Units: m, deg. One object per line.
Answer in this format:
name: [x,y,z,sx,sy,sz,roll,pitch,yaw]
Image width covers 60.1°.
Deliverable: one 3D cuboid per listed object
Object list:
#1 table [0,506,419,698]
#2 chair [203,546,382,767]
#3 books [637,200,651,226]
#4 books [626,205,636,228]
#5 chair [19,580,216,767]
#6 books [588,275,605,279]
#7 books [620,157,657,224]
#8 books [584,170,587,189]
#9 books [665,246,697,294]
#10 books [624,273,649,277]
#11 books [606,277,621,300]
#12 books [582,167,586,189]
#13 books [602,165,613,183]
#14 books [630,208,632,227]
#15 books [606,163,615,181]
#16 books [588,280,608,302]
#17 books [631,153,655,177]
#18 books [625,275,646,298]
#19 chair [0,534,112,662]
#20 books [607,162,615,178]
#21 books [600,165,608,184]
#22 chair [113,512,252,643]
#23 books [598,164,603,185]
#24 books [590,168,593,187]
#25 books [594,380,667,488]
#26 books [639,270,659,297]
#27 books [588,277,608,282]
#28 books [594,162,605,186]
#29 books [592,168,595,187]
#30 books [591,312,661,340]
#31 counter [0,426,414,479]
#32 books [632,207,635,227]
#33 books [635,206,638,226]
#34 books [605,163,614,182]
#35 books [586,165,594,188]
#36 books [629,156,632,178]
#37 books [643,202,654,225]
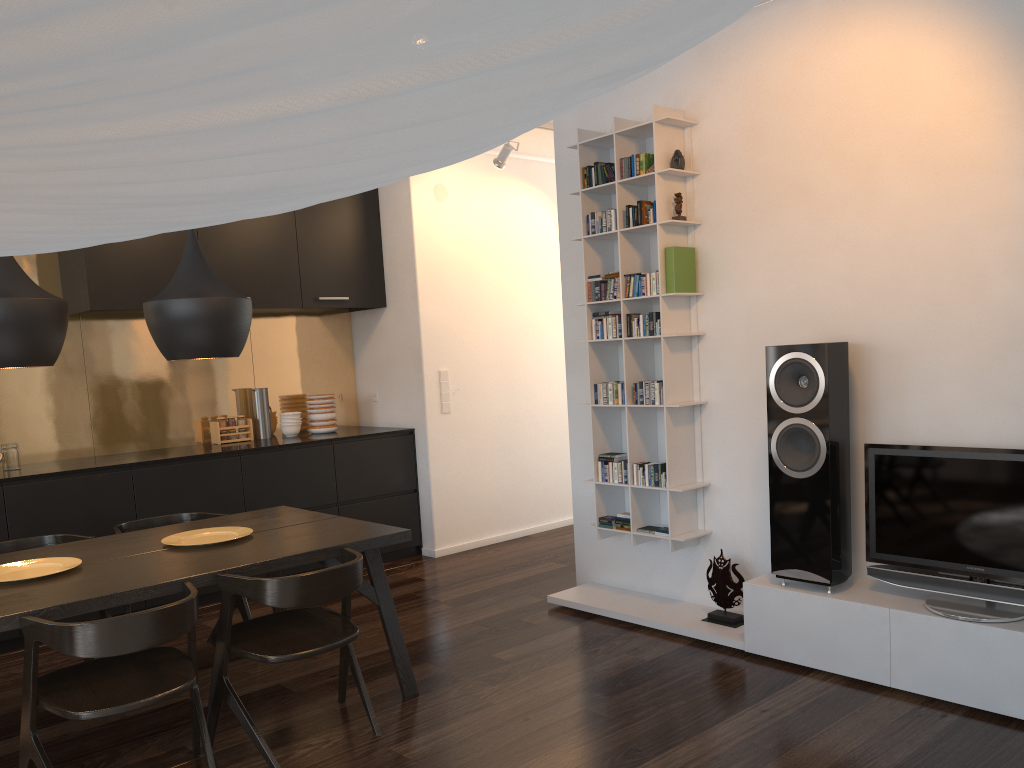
table: [-1.679,1.017,3.189,2.489,0.684,1.105,-5,4,-41]
chair: [-0.785,0.969,3.219,0.590,0.676,0.519,-7,6,-43]
books: [0.625,-0.803,4.172,0.074,0.116,0.029,-8,7,-41]
books: [0.574,-0.797,4.225,0.068,0.108,0.023,-8,7,-41]
chair: [-1.240,1.009,2.815,0.590,0.676,0.519,-7,6,-41]
books: [0.439,-0.537,4.438,0.069,0.014,0.093,-5,3,-36]
books: [0.633,-0.913,4.186,0.107,0.335,0.228,-8,7,-41]
books: [0.390,-1.015,4.396,0.069,0.093,0.014,-7,7,-41]
books: [0.792,-0.531,4.146,0.165,0.215,0.049,-7,7,-41]
books: [0.602,-0.527,4.257,0.068,0.008,0.107,-5,3,-42]
books: [0.531,-0.469,4.360,0.095,0.108,0.114,-7,6,-42]
books: [0.381,-1.022,4.408,0.068,0.108,0.016,-8,7,-41]
books: [0.481,-1.016,4.293,0.069,0.091,0.046,-7,7,-41]
books: [0.589,-0.790,4.215,0.069,0.093,0.014,-7,7,-41]
books: [0.499,-1.020,4.274,0.068,0.099,0.057,-8,7,-41]
books: [0.449,-0.466,4.452,0.095,0.105,0.101,-7,6,-42]
books: [0.651,-1.027,4.146,0.101,0.111,0.160,-7,5,-42]
books: [0.606,-0.470,4.272,0.095,0.108,0.088,-7,6,-41]
chair: [-2.027,1.022,3.768,0.590,0.676,0.519,-7,6,-43]
books: [0.505,-1.020,4.268,0.068,0.099,0.057,-8,7,-41]
books: [0.466,-1.016,4.312,0.069,0.094,0.028,-7,7,-41]
chair: [-1.575,0.982,4.168,0.590,0.676,0.519,-7,6,-42]
books: [0.452,-1.020,4.325,0.074,0.100,0.019,-7,7,-41]
books: [0.415,-1.015,4.368,0.069,0.093,0.014,-7,7,-41]
books: [0.621,0.242,4.400,0.122,0.514,0.469,-9,7,-42]
books: [0.686,-0.476,4.196,0.122,0.113,0.136,-7,5,-42]
books: [0.440,-0.524,4.444,0.069,0.014,0.092,-5,3,-42]
books: [0.437,-1.027,4.342,0.074,0.116,0.029,-8,7,-41]
books: [0.425,-1.015,4.359,0.069,0.093,0.014,-7,7,-41]
books: [0.595,-0.285,4.345,0.122,0.113,0.467,-7,4,-42]
counter: [-2.789,0.478,4.684,5.037,0.002,0.731,-5,3,-41]
books: [0.598,-0.790,4.204,0.069,0.093,0.014,-7,7,-41]
books: [0.608,-0.791,4.190,0.069,0.093,0.020,-7,7,-41]
books: [0.493,-1.020,4.281,0.068,0.099,0.057,-8,7,-41]
books: [0.400,-1.022,4.380,0.068,0.108,0.023,-8,7,-41]
books: [0.583,-1.022,4.200,0.068,0.108,0.012,-8,8,-41]
books: [0.642,-0.799,4.156,0.068,0.108,0.016,-8,7,-41]
